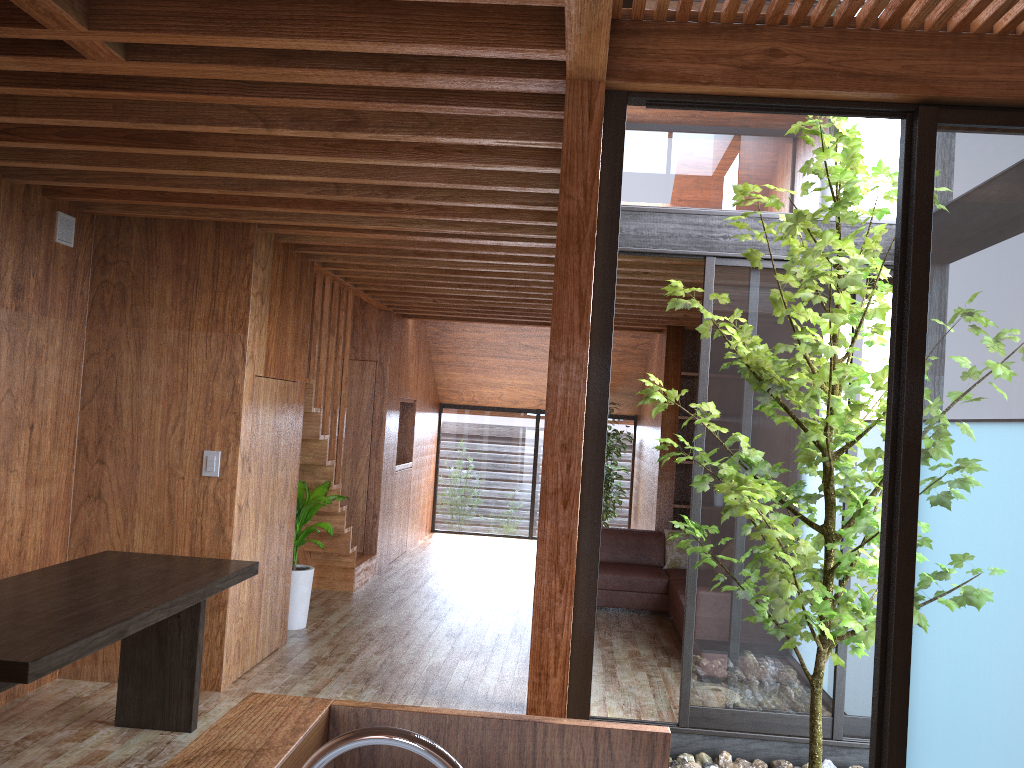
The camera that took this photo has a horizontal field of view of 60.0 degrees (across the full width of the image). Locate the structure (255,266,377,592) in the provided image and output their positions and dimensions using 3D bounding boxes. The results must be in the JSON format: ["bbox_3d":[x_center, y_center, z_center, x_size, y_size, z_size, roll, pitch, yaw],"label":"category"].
[{"bbox_3d":[-1.603,0.431,6.601,0.828,2.298,2.450,4,-2,4],"label":"structure"}]

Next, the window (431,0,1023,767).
[{"bbox_3d":[-0.105,-0.593,3.795,4.100,5.131,13.982,4,-2,4],"label":"window"}]

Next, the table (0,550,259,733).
[{"bbox_3d":[-1.558,1.091,3.129,0.699,0.716,1.673,4,-2,4],"label":"table"}]

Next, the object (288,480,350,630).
[{"bbox_3d":[-1.426,1.046,5.753,0.675,1.031,0.631,4,-2,-7],"label":"object"}]

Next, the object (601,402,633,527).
[{"bbox_3d":[1.057,1.047,10.139,0.636,1.689,0.681,3,-2,11],"label":"object"}]

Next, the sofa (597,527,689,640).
[{"bbox_3d":[1.108,1.364,6.281,1.698,0.760,2.507,4,-2,4],"label":"sofa"}]

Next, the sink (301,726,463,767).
[{"bbox_3d":[-0.113,0.568,0.213,0.557,0.423,2.461,4,-2,4],"label":"sink"}]
